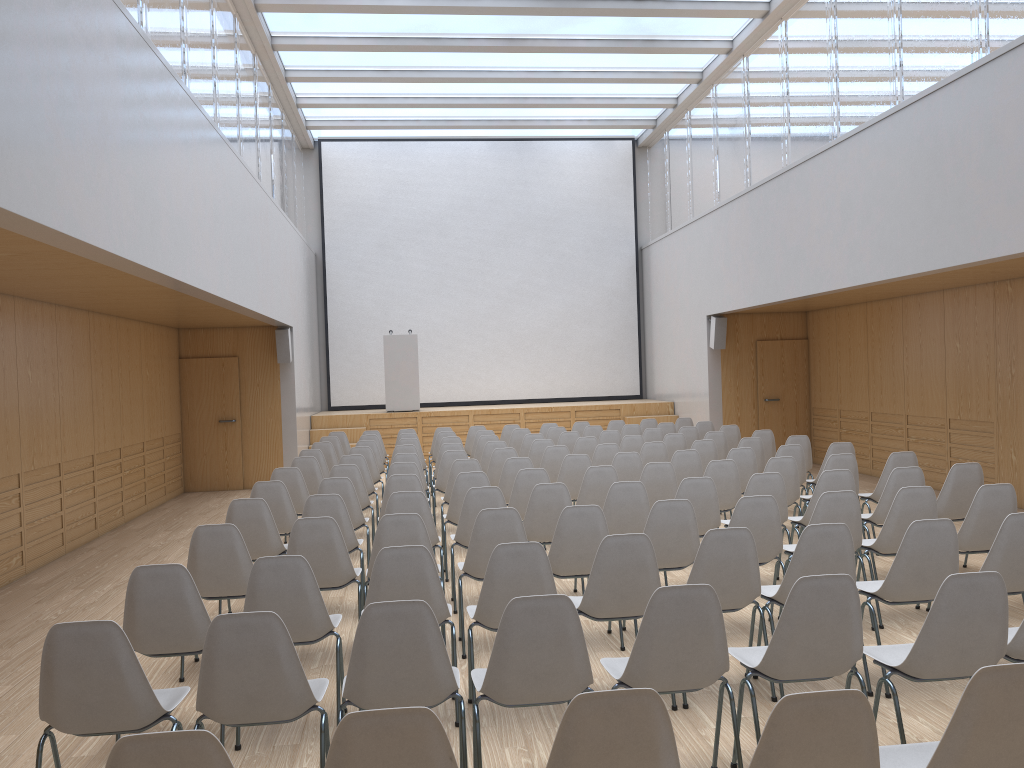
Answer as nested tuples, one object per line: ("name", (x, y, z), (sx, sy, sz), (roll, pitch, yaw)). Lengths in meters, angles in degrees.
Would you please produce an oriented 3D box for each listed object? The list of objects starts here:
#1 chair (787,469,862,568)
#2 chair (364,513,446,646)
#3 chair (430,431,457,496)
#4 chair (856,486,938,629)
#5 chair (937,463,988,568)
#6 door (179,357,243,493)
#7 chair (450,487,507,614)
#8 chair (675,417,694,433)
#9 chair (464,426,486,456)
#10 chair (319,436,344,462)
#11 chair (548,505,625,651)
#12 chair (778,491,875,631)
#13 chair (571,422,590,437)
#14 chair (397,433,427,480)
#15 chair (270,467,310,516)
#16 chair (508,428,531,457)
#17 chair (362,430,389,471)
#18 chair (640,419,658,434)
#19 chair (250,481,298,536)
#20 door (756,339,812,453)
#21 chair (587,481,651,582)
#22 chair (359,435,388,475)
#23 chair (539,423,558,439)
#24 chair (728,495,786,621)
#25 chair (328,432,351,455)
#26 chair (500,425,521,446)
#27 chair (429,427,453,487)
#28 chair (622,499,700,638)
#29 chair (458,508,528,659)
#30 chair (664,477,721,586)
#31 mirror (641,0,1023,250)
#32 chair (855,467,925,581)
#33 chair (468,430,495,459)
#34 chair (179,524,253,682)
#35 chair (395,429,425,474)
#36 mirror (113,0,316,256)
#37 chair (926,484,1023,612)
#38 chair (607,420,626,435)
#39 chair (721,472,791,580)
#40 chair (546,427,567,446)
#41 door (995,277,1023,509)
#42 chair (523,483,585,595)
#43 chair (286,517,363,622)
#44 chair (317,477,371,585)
("chair", (2.336, 1.055, 6.674), (0.479, 0.876, 0.505), (-2, 1, -7))
("chair", (-0.651, 1.176, 5.326), (0.479, 0.876, 0.505), (-2, 1, -7))
("chair", (-0.906, 1.084, 12.360), (0.479, 0.876, 0.505), (-2, 1, -7))
("chair", (2.473, 1.064, 5.711), (0.479, 0.876, 0.505), (-2, 1, -7))
("chair", (3.351, 1.019, 6.818), (0.479, 0.876, 0.505), (-2, 1, -7))
("door", (-4.566, 0.618, 13.432), (0.873, 2.024, 0.108), (-2, 1, -7))
("chair", (-0.207, 1.145, 6.383), (0.479, 0.876, 0.505), (-2, 1, -7))
("chair", (2.609, 0.945, 13.750), (0.479, 0.876, 0.505), (-2, 1, -7))
("chair", (-0.527, 1.056, 13.420), (0.479, 0.876, 0.505), (-2, 1, -7))
("chair", (-2.474, 1.139, 12.190), (0.479, 0.876, 0.505), (-2, 1, -7))
("chair", (0.392, 1.139, 5.404), (0.479, 0.876, 0.505), (-2, 1, -7))
("chair", (1.965, 1.083, 5.625), (0.479, 0.876, 0.505), (-2, 1, -7))
("chair", (1.033, 1.001, 13.588), (0.479, 0.876, 0.505), (-2, 1, -7))
("chair", (-1.417, 1.103, 12.242), (0.479, 0.876, 0.505), (-2, 1, -7))
("chair", (-2.034, 1.181, 8.187), (0.479, 0.876, 0.505), (-2, 1, -7))
("chair", (0.114, 1.048, 12.458), (0.479, 0.876, 0.505), (-2, 1, -7))
("chair", (-2.060, 1.112, 13.134), (0.479, 0.876, 0.505), (-2, 1, -7))
("chair", (2.066, 0.964, 13.716), (0.479, 0.876, 0.505), (-2, 1, -7))
("chair", (-1.912, 1.192, 7.175), (0.479, 0.876, 0.505), (-2, 1, -7))
("door", (4.455, 0.298, 14.464), (0.873, 2.024, 0.108), (-2, 1, -7))
("chair", (0.788, 1.111, 6.414), (0.479, 0.876, 0.505), (-2, 1, -7))
("chair", (-1.946, 1.121, 12.223), (0.479, 0.876, 0.505), (-2, 1, -7))
("chair", (0.548, 1.019, 13.474), (0.479, 0.876, 0.505), (-2, 1, -7))
("chair", (1.448, 1.101, 5.546), (0.479, 0.876, 0.505), (-2, 1, -7))
("chair", (-2.559, 1.128, 13.159), (0.479, 0.876, 0.505), (-2, 1, -7))
("chair", (-0.019, 1.038, 13.430), (0.479, 0.876, 0.505), (-2, 1, -7))
("chair", (-1.020, 1.074, 13.335), (0.479, 0.876, 0.505), (-2, 1, -7))
("chair", (0.936, 1.119, 5.507), (0.479, 0.876, 0.505), (-2, 1, -7))
("chair", (-0.094, 1.156, 5.408), (0.479, 0.876, 0.505), (-2, 1, -7))
("chair", (1.295, 1.093, 6.514), (0.479, 0.876, 0.505), (-2, 1, -7))
("mirror", (3.745, -3.705, 9.309), (0.253, 2.090, 17.826), (-2, 1, -7))
("chair", (2.856, 1.037, 6.692), (0.479, 0.876, 0.505), (-2, 1, -7))
("chair", (-0.378, 1.066, 12.361), (0.479, 0.876, 0.505), (-2, 1, -7))
("chair", (-1.657, 1.212, 5.170), (0.479, 0.876, 0.505), (-2, 1, -7))
("chair", (-1.551, 1.093, 13.233), (0.479, 0.876, 0.505), (-2, 1, -7))
("mirror", (-2.998, -3.466, 8.537), (0.253, 2.090, 17.826), (-2, 1, -7))
("chair", (2.961, 1.048, 5.698), (0.479, 0.876, 0.505), (-2, 1, -7))
("chair", (1.568, 0.982, 13.631), (0.479, 0.876, 0.505), (-2, 1, -7))
("chair", (1.817, 1.073, 6.633), (0.479, 0.876, 0.505), (-2, 1, -7))
("chair", (0.613, 1.030, 12.544), (0.479, 0.876, 0.505), (-2, 1, -7))
("door", (5.599, 0.110, 8.549), (0.256, 2.492, 2.701), (-2, 1, -7))
("chair", (0.253, 1.129, 6.464), (0.479, 0.876, 0.505), (-2, 1, -7))
("chair", (-1.136, 1.192, 5.298), (0.479, 0.876, 0.505), (-2, 1, -7))
("chair", (-1.405, 1.174, 7.252), (0.479, 0.876, 0.505), (-2, 1, -7))
